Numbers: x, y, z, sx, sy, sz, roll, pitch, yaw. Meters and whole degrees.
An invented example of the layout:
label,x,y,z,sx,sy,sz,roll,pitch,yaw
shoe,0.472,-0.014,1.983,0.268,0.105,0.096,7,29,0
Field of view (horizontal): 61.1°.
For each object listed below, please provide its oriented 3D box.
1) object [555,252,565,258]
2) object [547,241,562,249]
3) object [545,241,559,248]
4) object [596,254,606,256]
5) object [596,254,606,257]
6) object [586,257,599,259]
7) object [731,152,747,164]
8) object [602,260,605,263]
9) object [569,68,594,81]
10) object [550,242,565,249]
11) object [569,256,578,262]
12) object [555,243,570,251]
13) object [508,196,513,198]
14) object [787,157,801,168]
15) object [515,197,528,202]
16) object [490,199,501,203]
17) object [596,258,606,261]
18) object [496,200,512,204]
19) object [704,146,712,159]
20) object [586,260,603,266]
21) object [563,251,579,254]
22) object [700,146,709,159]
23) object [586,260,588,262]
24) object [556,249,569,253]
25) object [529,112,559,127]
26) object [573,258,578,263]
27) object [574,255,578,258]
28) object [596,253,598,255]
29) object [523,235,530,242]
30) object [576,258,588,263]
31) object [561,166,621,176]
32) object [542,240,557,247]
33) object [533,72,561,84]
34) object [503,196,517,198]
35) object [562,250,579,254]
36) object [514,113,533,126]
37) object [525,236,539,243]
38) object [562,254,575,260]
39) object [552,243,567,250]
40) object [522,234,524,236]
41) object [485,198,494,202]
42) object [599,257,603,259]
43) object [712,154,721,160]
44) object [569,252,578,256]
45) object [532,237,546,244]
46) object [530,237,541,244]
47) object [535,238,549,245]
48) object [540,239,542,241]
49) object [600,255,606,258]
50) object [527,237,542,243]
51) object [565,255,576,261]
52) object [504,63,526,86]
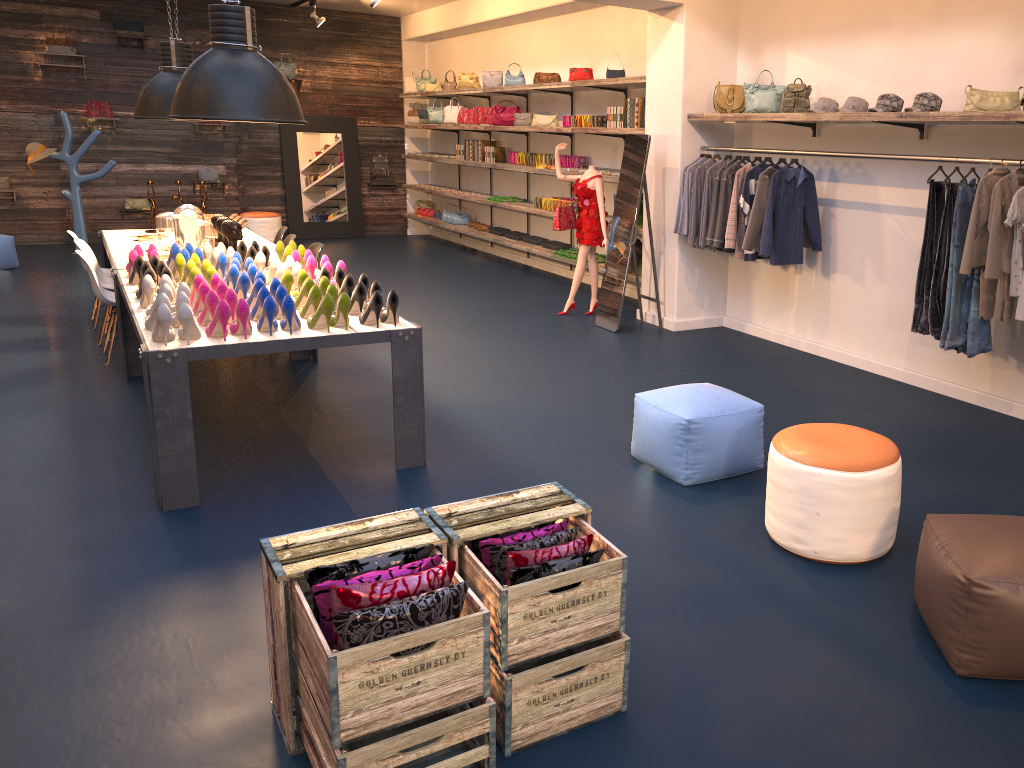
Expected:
label,x,y,z,sx,sy,sz,roll,pitch,yaw
object,0.588,-1.500,10.061,0.254,0.057,0.078,-9,18,-34
object,0.518,-1.691,10.579,0.191,0.086,0.065,-1,14,-9
object,0.488,-1.709,10.636,0.195,0.086,0.064,-3,14,-16
object,0.950,-1.462,9.877,0.235,0.053,0.086,2,15,0
object,1.025,-1.434,9.794,0.256,0.074,0.077,-13,20,-42
object,0.881,-1.391,9.616,0.252,0.063,0.081,-5,16,-24
object,1.919,-1.891,7.356,0.465,0.216,0.009,-7,14,-31
object,1.034,-1.342,9.567,0.254,0.057,0.078,-9,18,-34
object,0.751,-3.357,9.430,0.275,0.147,0.116,3,14,3
object,0.548,-1.674,10.523,0.191,0.086,0.065,-1,14,-9
object,0.729,-1.413,9.774,0.254,0.057,0.078,-9,18,-34
object,0.606,-1.640,10.412,0.188,0.086,0.066,1,14,-3
object,0.028,-2.477,11.593,0.256,0.074,0.077,-13,20,-42
object,2.217,-1.727,6.821,0.465,0.216,0.009,-7,14,-31
object,0.106,-2.434,11.446,0.078,0.066,0.257,13,19,38
object,-0.195,-2.409,11.420,0.254,0.057,0.078,-9,18,-34
object,0.946,-1.370,9.553,0.252,0.066,0.080,-5,16,-24
object,-0.118,-2.364,11.274,0.254,0.057,0.078,-9,18,-34
object,1.738,-1.995,7.697,0.465,0.216,0.009,-7,14,-31
object,0.879,-1.321,9.474,0.254,0.057,0.078,-9,18,-34
object,0.693,-1.501,9.975,0.252,0.063,0.081,-5,16,-24
object,1.709,-2.011,7.751,0.465,0.216,0.009,-7,14,-31
object,0.852,-1.346,9.555,0.254,0.057,0.078,-9,18,-34
object,0.616,-1.545,10.122,0.253,0.062,0.079,-6,16,-26
object,0.373,-3.150,10.341,0.354,0.172,0.241,5,15,11
object,0.776,-1.390,9.702,0.254,0.057,0.078,-9,18,-34
object,0.803,-1.435,9.764,0.253,0.062,0.079,-6,16,-26
object,0.915,-1.500,10.005,0.078,0.066,0.257,13,19,38
object,0.225,-1.863,11.143,0.190,0.086,0.065,0,14,-7
object,0.802,-1.366,9.621,0.254,0.057,0.078,-9,18,-34
object,1.011,-2.304,9.411,0.519,0.059,1.432,-6,18,-26
object,0.460,-1.725,10.691,0.194,0.086,0.064,-2,14,-15
object,0.438,-3.561,10.123,0.380,0.139,0.387,-3,16,-17
object,-0.047,-2.505,11.677,0.235,0.053,0.086,2,15,0
object,0.682,-1.524,10.060,0.252,0.067,0.079,-5,16,-24
object,0.149,-3.284,10.777,0.255,0.173,0.111,7,15,21
object,0.253,-1.847,11.088,0.188,0.086,0.066,1,14,-3
object,0.665,-1.455,9.914,0.254,0.057,0.078,-9,18,-34
object,0.577,-1.657,10.468,0.190,0.086,0.065,0,14,-7
object,0.144,-1.937,11.290,0.051,0.022,0.011,-8,15,-31
object,-0.267,-2.456,11.573,0.254,0.057,0.078,-9,18,-34
object,0.958,-1.387,9.714,0.254,0.057,0.078,-9,18,-34
object,1.792,-1.967,7.601,0.465,0.216,0.009,-7,14,-31
object,0.759,-1.479,9.912,0.252,0.066,0.080,-5,16,-24
object,0.340,-1.795,10.920,0.184,0.086,0.067,3,14,4
object,0.312,-1.812,10.975,0.186,0.086,0.067,2,14,0
object,0.369,-1.779,10.866,0.182,0.086,0.068,4,14,9
object,0.367,-1.804,10.855,0.046,0.022,0.012,4,13,7
object,1.036,-1.413,9.709,0.079,0.072,0.256,12,18,37
object,0.283,-1.830,11.033,0.186,0.086,0.067,2,14,0
object,0.691,-1.431,9.833,0.254,0.057,0.078,-9,18,-34
object,0.039,-3.852,10.825,0.273,0.278,0.098,2,13,4
